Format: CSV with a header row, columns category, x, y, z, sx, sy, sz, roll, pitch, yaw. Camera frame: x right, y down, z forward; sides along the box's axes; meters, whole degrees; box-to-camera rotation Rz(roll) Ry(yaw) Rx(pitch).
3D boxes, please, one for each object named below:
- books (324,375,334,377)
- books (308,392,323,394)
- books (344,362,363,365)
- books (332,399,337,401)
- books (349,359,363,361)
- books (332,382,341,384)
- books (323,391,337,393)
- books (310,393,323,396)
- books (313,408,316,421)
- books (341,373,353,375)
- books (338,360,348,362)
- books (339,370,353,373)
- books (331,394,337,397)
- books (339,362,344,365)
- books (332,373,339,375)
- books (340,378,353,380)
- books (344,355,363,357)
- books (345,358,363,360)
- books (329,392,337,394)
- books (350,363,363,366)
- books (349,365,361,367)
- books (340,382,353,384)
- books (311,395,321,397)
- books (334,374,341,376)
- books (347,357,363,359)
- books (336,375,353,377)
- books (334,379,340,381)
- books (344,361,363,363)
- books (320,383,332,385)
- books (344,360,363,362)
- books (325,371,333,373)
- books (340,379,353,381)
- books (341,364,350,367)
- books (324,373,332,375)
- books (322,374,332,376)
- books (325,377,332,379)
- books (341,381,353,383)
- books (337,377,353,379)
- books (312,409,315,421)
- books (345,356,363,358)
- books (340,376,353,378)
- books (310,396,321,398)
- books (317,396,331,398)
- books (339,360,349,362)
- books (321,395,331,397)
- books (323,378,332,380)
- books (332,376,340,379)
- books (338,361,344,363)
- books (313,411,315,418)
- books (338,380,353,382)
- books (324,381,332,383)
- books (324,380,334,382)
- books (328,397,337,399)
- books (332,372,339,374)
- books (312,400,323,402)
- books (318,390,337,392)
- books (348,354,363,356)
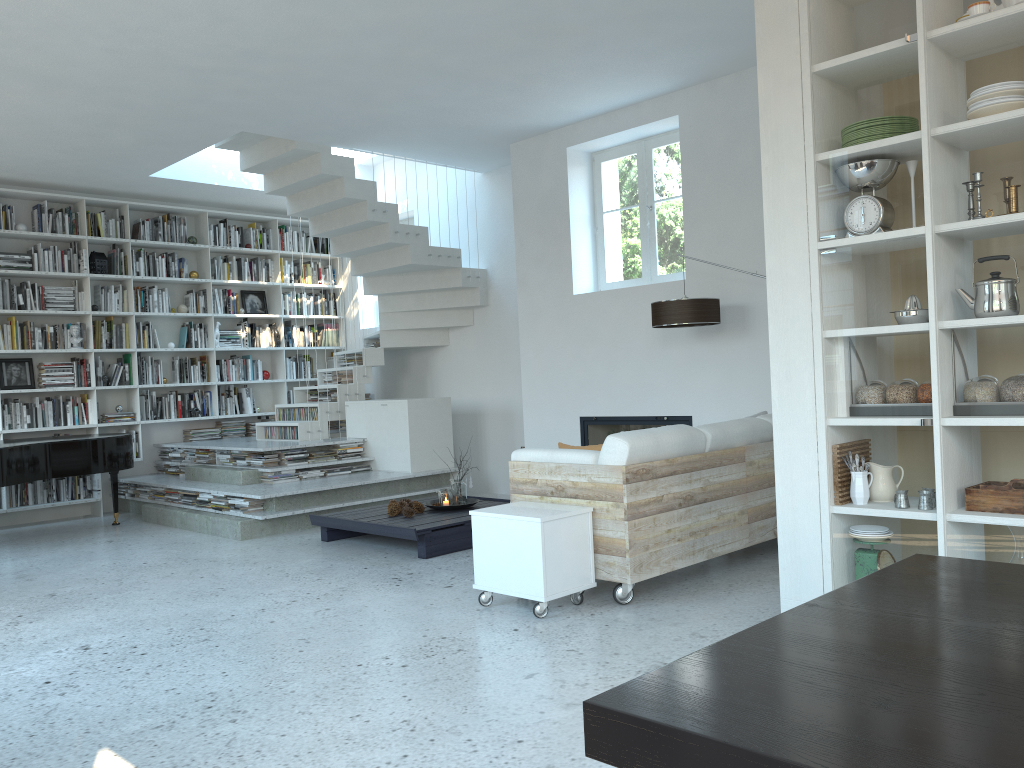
category,x,y,z,sx,sy,sz,roll,pitch,yaw
books,-1.919,-0.089,9.657,0.239,0.017,0.149,-3,0,43
books,-2.065,0.096,9.533,0.208,0.009,0.159,-3,0,41
books,-1.659,-0.223,9.486,0.182,0.013,0.287,-3,0,-31
books,-1.764,0.161,9.120,0.136,0.017,0.288,-3,0,-22
books,-1.646,-0.260,9.496,0.154,0.014,0.196,-3,0,-32
books,-1.803,-0.015,9.430,0.184,0.016,0.128,-3,0,-37
books,-1.898,0.084,9.384,0.133,0.017,0.178,-3,0,-41
books,-2.060,0.111,9.538,0.181,0.022,0.140,-3,0,39
books,-1.913,0.301,8.828,0.125,0.123,0.036,-3,1,-45
books,-1.669,-0.103,9.190,0.184,0.016,0.179,-3,0,-16
books,-1.788,-0.260,9.756,0.171,0.011,0.232,-3,0,-34
books,-1.669,-0.128,9.183,0.234,0.025,0.157,-3,0,-7
books,-1.763,0.112,9.120,0.141,0.028,0.222,-3,0,-26
books,-1.785,-0.229,9.757,0.166,0.018,0.264,-3,0,-26
books,-1.788,-0.108,9.406,0.218,0.012,0.156,-3,0,-28
books,-1.663,-0.056,9.174,0.214,0.014,0.138,-3,0,-17
books,-1.661,-0.300,9.486,0.191,0.013,0.243,-3,0,-34
books,-1.655,-0.270,9.490,0.176,0.007,0.254,-3,0,-37
books,-1.775,0.091,9.115,0.168,0.014,0.212,-3,0,-25
books,-1.635,-0.211,9.503,0.130,0.014,0.249,-3,0,-32
books,-1.635,-0.197,9.502,0.136,0.013,0.258,-3,0,-33
books,-1.666,-0.011,9.196,0.206,0.012,0.183,-3,0,-17
books,-2.054,0.127,9.543,0.132,0.010,0.198,-3,0,-41
books,-1.800,-0.096,9.421,0.159,0.012,0.129,-3,0,-30
books,-1.644,-0.280,9.497,0.144,0.011,0.257,-3,0,-38
books,-1.665,-0.084,9.174,0.295,0.007,0.146,-3,0,-14
books,-1.795,-0.043,9.420,0.139,0.013,0.155,-3,0,-43
books,-1.661,-0.237,9.485,0.190,0.014,0.244,-3,0,-32
books,-1.929,-0.003,9.646,0.287,0.018,0.190,-3,0,44
books,-1.655,-0.248,9.490,0.186,0.009,0.261,-3,0,-35
books,-1.923,-0.130,9.655,0.180,0.014,0.157,-3,0,43
books,-1.666,-0.043,9.188,0.221,0.011,0.180,-3,0,-13
books,-1.774,-0.205,9.763,0.149,0.014,0.228,-3,0,-33
books,-1.925,-0.115,9.653,0.180,0.014,0.157,-3,0,41
books,-1.932,-0.102,9.646,0.203,0.011,0.173,-3,0,40
books,-1.915,-0.072,9.662,0.230,0.019,0.143,-3,0,44
books,-1.665,-0.024,9.191,0.215,0.013,0.189,-3,0,-12
books,-1.664,-0.066,9.174,0.295,0.006,0.146,-3,0,-10
books,-1.924,0.302,8.839,0.125,0.123,0.034,-3,1,-45
books,-1.653,-0.290,9.491,0.174,0.009,0.240,-3,0,-36
books,-1.668,-0.074,9.189,0.231,0.011,0.171,-3,0,-8
books,-2.058,0.140,9.538,0.166,0.015,0.145,-3,0,40
books,-1.913,0.134,9.368,0.225,0.014,0.184,-3,0,43
books,-1.788,-0.252,9.755,0.170,0.006,0.268,-3,0,-34
books,-1.905,0.121,9.376,0.149,0.013,0.220,-3,0,-39
books,-1.915,-0.056,9.661,0.297,0.012,0.145,-3,0,44
books,-1.778,-0.073,9.398,0.178,0.036,0.222,-3,0,-40
books,-1.786,-0.246,9.756,0.184,0.006,0.262,-3,0,-30
books,-1.918,0.302,8.834,0.125,0.123,0.035,-3,1,-45
books,-1.668,-0.033,9.201,0.254,0.007,0.189,-3,0,-17
books,-1.912,-0.022,9.663,0.288,0.017,0.136,-3,0,43
books,-1.915,-0.035,9.661,0.254,0.010,0.138,-3,0,42
books,-1.783,0.143,9.111,0.171,0.019,0.240,-3,0,-20
books,-1.790,-0.123,9.407,0.166,0.017,0.190,-3,0,-42
books,-2.045,0.181,9.550,0.130,0.014,0.188,-3,0,-45
books,-1.916,0.070,9.366,0.194,0.014,0.177,-3,0,40
books,-1.638,-0.311,9.502,0.134,0.007,0.298,-3,0,-36
